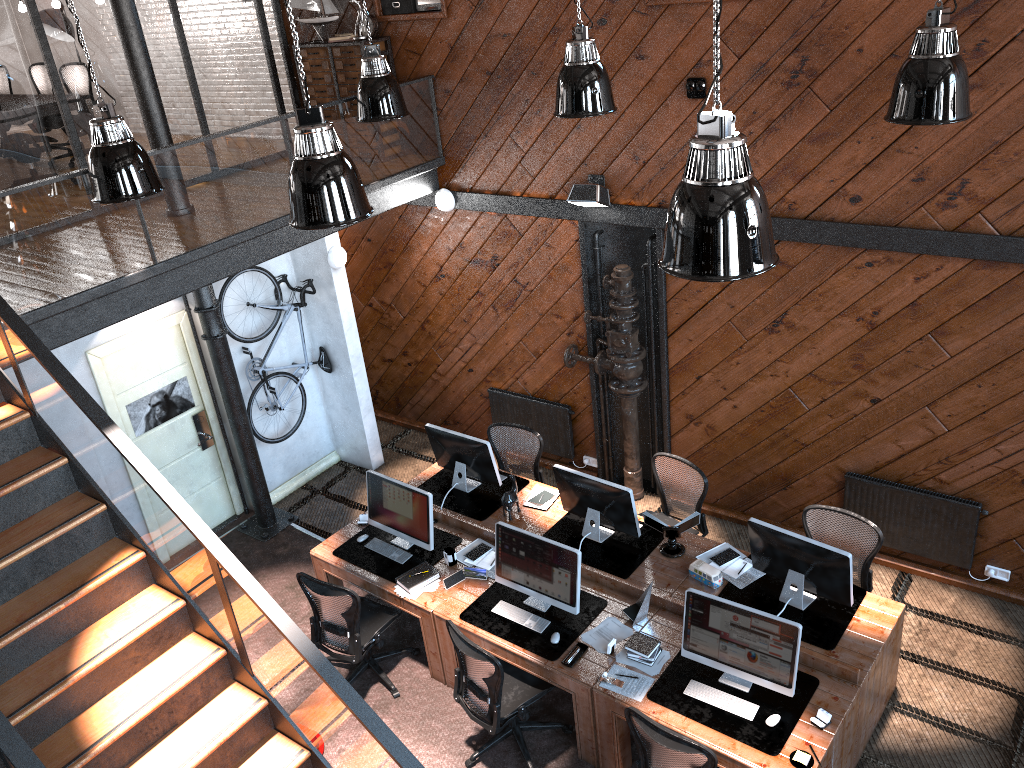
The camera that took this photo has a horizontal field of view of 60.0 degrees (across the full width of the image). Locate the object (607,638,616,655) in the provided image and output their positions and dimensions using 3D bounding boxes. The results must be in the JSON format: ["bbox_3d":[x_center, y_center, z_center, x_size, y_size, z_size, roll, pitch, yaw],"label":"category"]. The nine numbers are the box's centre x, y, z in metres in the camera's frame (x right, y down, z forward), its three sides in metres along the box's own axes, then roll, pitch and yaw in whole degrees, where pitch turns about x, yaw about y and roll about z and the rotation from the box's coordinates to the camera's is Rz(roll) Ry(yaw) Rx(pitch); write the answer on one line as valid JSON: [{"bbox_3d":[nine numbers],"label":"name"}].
[{"bbox_3d":[0.651,1.722,5.803,0.034,0.102,0.076,14,33,35],"label":"object"}]

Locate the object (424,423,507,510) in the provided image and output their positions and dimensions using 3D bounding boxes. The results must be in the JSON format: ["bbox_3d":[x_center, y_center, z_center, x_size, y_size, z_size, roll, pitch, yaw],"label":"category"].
[{"bbox_3d":[-0.389,0.643,7.698,0.648,0.576,0.799,-9,27,-4],"label":"object"}]

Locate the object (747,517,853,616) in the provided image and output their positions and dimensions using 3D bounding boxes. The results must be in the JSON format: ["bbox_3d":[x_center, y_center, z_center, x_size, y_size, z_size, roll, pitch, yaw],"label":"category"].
[{"bbox_3d":[1.955,1.232,5.964,0.663,0.578,0.811,-5,27,4],"label":"object"}]

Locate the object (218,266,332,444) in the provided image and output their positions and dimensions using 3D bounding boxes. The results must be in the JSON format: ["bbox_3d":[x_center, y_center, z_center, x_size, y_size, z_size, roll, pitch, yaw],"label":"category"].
[{"bbox_3d":[-2.256,-0.335,8.749,0.655,1.846,1.022,0,27,13],"label":"object"}]

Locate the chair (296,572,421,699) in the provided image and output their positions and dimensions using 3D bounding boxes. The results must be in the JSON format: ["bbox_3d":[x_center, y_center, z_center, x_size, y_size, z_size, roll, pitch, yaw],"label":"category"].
[{"bbox_3d":[-1.204,1.767,6.730,0.770,1.085,0.792,1,28,16],"label":"chair"}]

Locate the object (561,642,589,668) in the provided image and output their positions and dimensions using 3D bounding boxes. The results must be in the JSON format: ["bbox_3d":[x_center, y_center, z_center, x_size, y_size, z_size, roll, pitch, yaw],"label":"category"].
[{"bbox_3d":[0.413,1.778,5.825,0.089,0.031,0.215,13,33,34],"label":"object"}]

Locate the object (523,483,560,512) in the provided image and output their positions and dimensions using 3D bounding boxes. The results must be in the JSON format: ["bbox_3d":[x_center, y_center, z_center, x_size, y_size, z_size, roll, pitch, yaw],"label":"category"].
[{"bbox_3d":[0.260,0.947,7.489,0.229,0.060,0.316,9,30,28],"label":"object"}]

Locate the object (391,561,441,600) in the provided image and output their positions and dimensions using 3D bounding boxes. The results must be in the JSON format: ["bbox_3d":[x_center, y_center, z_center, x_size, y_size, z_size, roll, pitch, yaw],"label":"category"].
[{"bbox_3d":[-0.717,1.474,6.660,0.363,0.065,0.325,-19,29,-23],"label":"object"}]

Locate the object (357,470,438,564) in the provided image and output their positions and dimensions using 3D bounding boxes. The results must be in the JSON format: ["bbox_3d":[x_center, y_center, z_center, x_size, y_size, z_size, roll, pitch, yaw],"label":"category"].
[{"bbox_3d":[-0.938,1.045,7.033,0.692,0.581,0.586,-8,26,-2],"label":"object"}]

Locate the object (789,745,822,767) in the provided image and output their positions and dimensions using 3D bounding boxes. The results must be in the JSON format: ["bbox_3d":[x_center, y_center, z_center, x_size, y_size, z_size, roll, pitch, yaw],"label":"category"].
[{"bbox_3d":[1.622,2.079,4.935,0.154,0.026,0.158,-9,26,-4],"label":"object"}]

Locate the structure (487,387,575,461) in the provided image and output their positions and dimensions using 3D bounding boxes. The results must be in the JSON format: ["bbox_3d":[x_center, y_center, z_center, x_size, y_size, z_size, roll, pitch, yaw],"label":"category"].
[{"bbox_3d":[0.214,0.417,9.164,1.064,0.628,0.073,13,33,34],"label":"structure"}]

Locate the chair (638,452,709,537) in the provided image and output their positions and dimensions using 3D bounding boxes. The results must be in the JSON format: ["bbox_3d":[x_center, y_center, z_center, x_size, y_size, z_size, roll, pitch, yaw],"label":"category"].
[{"bbox_3d":[1.276,1.186,7.298,0.770,1.085,0.792,12,32,33],"label":"chair"}]

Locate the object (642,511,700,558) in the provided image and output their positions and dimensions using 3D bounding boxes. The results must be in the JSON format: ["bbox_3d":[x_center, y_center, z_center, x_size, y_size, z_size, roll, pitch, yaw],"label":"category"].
[{"bbox_3d":[1.193,1.084,6.621,0.417,0.380,0.304,-1,27,11],"label":"object"}]

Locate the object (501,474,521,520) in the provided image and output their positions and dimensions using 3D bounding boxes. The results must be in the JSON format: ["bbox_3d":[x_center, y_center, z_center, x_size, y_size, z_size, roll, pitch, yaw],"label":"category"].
[{"bbox_3d":[-0.008,0.910,7.301,0.135,0.351,0.229,12,32,33],"label":"object"}]

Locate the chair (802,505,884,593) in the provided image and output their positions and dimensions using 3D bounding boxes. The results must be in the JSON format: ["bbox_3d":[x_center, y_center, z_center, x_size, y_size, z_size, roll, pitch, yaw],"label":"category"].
[{"bbox_3d":[2.311,1.496,6.431,0.770,1.085,0.792,6,29,25],"label":"chair"}]

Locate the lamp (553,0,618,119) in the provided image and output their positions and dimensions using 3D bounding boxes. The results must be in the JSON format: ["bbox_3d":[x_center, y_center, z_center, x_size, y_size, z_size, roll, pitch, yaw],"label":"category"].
[{"bbox_3d":[0.387,-2.962,5.689,0.445,2.372,0.445,-13,27,-12],"label":"lamp"}]

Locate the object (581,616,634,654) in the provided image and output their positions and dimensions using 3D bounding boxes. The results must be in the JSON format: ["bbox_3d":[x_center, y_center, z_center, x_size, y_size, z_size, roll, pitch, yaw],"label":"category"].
[{"bbox_3d":[0.642,1.689,5.977,0.315,0.002,0.246,-25,31,-31],"label":"object"}]

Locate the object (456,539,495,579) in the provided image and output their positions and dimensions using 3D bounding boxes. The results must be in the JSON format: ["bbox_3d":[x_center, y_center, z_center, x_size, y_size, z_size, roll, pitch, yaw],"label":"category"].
[{"bbox_3d":[-0.206,1.337,6.848,0.467,0.017,0.304,18,36,41],"label":"object"}]

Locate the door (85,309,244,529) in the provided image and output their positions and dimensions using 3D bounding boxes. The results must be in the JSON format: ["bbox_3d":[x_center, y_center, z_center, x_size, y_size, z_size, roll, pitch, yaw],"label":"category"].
[{"bbox_3d":[-3.203,0.524,8.362,0.064,2.268,1.013,13,33,34],"label":"door"}]

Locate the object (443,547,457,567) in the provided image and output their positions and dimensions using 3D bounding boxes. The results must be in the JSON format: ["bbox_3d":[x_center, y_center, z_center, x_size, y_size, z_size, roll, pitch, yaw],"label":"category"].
[{"bbox_3d":[-0.478,1.325,6.836,0.078,0.138,0.099,-23,31,-30],"label":"object"}]

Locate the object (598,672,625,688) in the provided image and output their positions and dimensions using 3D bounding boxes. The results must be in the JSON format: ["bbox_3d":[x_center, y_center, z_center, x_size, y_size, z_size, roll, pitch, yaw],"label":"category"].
[{"bbox_3d":[0.625,1.854,5.584,0.159,0.064,0.054,6,29,24],"label":"object"}]

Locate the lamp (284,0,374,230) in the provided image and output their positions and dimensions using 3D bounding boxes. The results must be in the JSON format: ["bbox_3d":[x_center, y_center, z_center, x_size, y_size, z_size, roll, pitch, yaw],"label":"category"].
[{"bbox_3d":[-1.072,-1.929,4.122,0.445,2.372,0.445,-6,26,1],"label":"lamp"}]

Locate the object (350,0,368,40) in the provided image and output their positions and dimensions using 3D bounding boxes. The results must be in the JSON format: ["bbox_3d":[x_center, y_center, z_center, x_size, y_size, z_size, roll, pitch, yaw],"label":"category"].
[{"bbox_3d":[-1.411,-3.379,8.010,0.144,0.487,0.145,18,35,40],"label":"object"}]

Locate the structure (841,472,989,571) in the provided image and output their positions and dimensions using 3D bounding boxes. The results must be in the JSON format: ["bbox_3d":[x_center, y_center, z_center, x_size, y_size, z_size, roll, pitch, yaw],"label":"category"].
[{"bbox_3d":[3.183,1.102,7.086,1.064,0.628,0.073,13,33,34],"label":"structure"}]

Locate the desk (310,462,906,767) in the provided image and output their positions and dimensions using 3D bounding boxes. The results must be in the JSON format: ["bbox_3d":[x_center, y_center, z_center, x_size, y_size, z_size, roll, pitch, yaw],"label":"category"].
[{"bbox_3d":[0.531,1.707,6.711,4.117,0.840,1.748,14,33,36],"label":"desk"}]

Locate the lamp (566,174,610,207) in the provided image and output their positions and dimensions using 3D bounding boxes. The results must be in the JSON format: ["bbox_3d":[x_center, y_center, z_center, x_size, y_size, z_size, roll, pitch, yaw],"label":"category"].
[{"bbox_3d":[0.655,-1.605,7.479,0.328,0.260,0.262,13,33,34],"label":"lamp"}]

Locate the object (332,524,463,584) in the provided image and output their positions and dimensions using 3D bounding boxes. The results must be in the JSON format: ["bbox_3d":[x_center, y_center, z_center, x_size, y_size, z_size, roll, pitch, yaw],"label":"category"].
[{"bbox_3d":[-0.920,1.304,7.116,0.848,0.008,0.687,14,33,36],"label":"object"}]

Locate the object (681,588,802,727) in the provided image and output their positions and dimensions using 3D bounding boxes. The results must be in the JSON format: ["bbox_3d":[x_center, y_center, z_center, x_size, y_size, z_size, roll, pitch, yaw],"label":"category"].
[{"bbox_3d":[1.394,1.579,5.399,0.714,0.573,0.610,12,32,33],"label":"object"}]

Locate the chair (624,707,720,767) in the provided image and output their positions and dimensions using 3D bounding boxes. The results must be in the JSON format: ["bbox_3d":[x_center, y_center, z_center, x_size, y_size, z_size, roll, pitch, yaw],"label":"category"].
[{"bbox_3d":[1.023,2.247,5.240,0.770,1.085,0.792,6,29,25],"label":"chair"}]

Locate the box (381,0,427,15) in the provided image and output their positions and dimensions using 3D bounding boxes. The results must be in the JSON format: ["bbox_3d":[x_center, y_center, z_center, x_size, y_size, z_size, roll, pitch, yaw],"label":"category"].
[{"bbox_3d":[-1.001,-3.636,8.017,0.374,0.519,0.299,13,33,34],"label":"box"}]

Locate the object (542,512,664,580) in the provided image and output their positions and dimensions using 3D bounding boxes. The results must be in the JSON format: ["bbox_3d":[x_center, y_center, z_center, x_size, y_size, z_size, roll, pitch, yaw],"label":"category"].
[{"bbox_3d":[0.695,1.206,6.925,0.848,0.008,0.687,14,33,36],"label":"object"}]

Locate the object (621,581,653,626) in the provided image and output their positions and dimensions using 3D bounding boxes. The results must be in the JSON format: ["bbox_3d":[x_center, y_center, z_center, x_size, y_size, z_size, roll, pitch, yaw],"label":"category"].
[{"bbox_3d":[0.843,1.467,6.017,0.165,0.320,0.178,-29,34,-37],"label":"object"}]

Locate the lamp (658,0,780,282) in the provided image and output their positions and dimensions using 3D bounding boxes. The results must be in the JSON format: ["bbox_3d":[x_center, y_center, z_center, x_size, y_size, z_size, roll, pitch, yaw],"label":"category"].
[{"bbox_3d":[0.670,-1.528,2.903,0.445,2.372,0.445,-20,30,-25],"label":"lamp"}]

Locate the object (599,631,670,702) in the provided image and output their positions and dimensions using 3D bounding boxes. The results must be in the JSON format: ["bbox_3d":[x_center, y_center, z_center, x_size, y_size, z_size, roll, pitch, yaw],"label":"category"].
[{"bbox_3d":[0.782,1.777,5.659,0.319,0.098,0.478,12,32,33],"label":"object"}]

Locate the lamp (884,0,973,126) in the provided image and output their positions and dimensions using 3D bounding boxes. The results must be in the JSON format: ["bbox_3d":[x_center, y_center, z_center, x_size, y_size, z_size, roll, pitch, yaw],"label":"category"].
[{"bbox_3d":[2.196,-2.546,4.429,0.445,2.372,0.445,-26,32,-34],"label":"lamp"}]

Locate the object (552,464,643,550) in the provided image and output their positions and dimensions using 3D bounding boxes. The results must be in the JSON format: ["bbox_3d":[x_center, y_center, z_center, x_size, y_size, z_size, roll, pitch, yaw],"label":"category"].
[{"bbox_3d":[0.686,0.924,6.882,0.642,0.578,0.772,-9,27,-4],"label":"object"}]

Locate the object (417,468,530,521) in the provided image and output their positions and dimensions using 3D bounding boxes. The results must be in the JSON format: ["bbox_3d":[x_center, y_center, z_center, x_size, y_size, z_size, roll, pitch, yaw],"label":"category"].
[{"bbox_3d":[-0.370,0.909,7.772,0.848,0.008,0.687,14,33,36],"label":"object"}]

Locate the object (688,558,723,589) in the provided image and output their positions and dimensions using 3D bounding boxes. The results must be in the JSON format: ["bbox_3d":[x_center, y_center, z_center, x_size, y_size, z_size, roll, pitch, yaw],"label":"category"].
[{"bbox_3d":[1.393,1.360,6.356,0.128,0.146,0.253,-26,32,-33],"label":"object"}]

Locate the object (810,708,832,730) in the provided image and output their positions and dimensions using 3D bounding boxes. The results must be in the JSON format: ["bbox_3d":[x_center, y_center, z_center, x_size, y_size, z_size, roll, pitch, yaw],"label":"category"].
[{"bbox_3d":[1.787,1.940,5.135,0.106,0.063,0.082,-23,31,-30],"label":"object"}]

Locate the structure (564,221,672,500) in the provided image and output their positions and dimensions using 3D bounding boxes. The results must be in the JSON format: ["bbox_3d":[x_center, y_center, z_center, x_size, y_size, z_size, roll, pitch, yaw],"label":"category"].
[{"bbox_3d":[0.991,-0.165,8.229,1.003,2.745,0.500,17,35,39],"label":"structure"}]

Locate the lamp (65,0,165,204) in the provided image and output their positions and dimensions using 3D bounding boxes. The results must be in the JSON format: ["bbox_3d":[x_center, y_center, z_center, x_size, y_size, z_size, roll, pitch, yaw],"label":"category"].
[{"bbox_3d":[-2.590,-2.274,5.174,0.445,2.372,0.445,11,32,32],"label":"lamp"}]

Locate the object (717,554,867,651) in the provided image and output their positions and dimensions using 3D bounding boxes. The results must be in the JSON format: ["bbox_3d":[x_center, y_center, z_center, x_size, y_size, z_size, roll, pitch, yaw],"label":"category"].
[{"bbox_3d":[1.905,1.474,6.099,0.848,0.008,0.687,14,33,36],"label":"object"}]

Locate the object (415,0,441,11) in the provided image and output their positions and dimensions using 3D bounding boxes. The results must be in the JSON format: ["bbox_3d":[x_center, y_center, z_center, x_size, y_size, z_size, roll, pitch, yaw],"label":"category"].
[{"bbox_3d":[-0.620,-3.551,7.918,0.365,0.353,0.384,13,33,34],"label":"object"}]

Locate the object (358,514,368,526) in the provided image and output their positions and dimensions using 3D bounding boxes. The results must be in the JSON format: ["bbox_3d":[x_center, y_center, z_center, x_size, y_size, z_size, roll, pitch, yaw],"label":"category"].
[{"bbox_3d":[-1.250,1.142,7.456,0.082,0.063,0.106,-3,27,8],"label":"object"}]

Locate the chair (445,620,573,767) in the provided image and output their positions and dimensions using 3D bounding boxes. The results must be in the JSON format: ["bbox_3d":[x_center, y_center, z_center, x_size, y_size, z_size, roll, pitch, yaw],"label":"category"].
[{"bbox_3d":[-0.068,1.992,6.010,0.770,1.085,0.792,12,32,33],"label":"chair"}]

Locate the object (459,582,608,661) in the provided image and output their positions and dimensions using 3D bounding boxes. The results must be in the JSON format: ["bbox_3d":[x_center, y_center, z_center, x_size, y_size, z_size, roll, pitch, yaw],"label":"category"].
[{"bbox_3d":[0.151,1.596,6.275,0.848,0.008,0.687,14,33,36],"label":"object"}]

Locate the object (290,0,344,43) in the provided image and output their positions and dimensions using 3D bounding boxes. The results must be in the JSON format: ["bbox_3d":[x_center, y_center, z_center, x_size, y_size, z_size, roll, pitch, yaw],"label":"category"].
[{"bbox_3d":[-1.880,-3.684,8.208,0.789,0.989,0.140,13,33,34],"label":"object"}]

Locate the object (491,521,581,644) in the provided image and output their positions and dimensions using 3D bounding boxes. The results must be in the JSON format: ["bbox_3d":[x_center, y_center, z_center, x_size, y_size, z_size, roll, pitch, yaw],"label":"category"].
[{"bbox_3d":[0.156,1.358,6.139,0.654,0.576,0.735,-8,26,-3],"label":"object"}]

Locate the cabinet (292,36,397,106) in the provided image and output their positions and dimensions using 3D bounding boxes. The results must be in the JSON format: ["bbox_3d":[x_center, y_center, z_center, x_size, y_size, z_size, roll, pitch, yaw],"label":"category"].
[{"bbox_3d":[-1.557,-2.744,8.566,0.957,1.081,0.365,13,33,34],"label":"cabinet"}]

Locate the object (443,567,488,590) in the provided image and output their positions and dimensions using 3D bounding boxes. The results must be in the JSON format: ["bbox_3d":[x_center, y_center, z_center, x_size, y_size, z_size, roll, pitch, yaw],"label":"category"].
[{"bbox_3d":[-0.356,1.433,6.636,0.347,0.083,0.129,-12,27,-11],"label":"object"}]

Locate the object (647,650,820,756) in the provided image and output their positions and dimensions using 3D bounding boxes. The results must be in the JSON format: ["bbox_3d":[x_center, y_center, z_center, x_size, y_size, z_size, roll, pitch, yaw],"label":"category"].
[{"bbox_3d":[1.355,1.869,5.442,0.848,0.008,0.687,14,33,36],"label":"object"}]

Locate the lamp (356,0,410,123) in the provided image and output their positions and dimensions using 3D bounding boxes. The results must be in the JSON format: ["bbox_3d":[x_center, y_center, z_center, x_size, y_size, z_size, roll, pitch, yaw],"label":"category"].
[{"bbox_3d":[-1.197,-3.271,6.831,0.445,2.372,0.445,-6,26,1],"label":"lamp"}]

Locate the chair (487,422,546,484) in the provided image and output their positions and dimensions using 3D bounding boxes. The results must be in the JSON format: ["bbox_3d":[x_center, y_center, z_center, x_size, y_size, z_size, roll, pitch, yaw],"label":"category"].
[{"bbox_3d":[-0.006,0.959,8.059,0.770,1.085,0.792,1,28,16],"label":"chair"}]

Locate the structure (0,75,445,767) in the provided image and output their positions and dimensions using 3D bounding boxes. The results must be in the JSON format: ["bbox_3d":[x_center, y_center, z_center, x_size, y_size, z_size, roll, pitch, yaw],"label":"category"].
[{"bbox_3d":[-2.586,1.494,5.091,5.793,4.603,10.620,13,33,34],"label":"structure"}]

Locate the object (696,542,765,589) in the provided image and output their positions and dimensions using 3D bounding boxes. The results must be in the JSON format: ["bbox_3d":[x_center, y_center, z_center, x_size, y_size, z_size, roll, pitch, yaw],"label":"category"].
[{"bbox_3d":[1.607,1.312,6.465,0.304,0.017,0.467,-20,29,-25],"label":"object"}]
